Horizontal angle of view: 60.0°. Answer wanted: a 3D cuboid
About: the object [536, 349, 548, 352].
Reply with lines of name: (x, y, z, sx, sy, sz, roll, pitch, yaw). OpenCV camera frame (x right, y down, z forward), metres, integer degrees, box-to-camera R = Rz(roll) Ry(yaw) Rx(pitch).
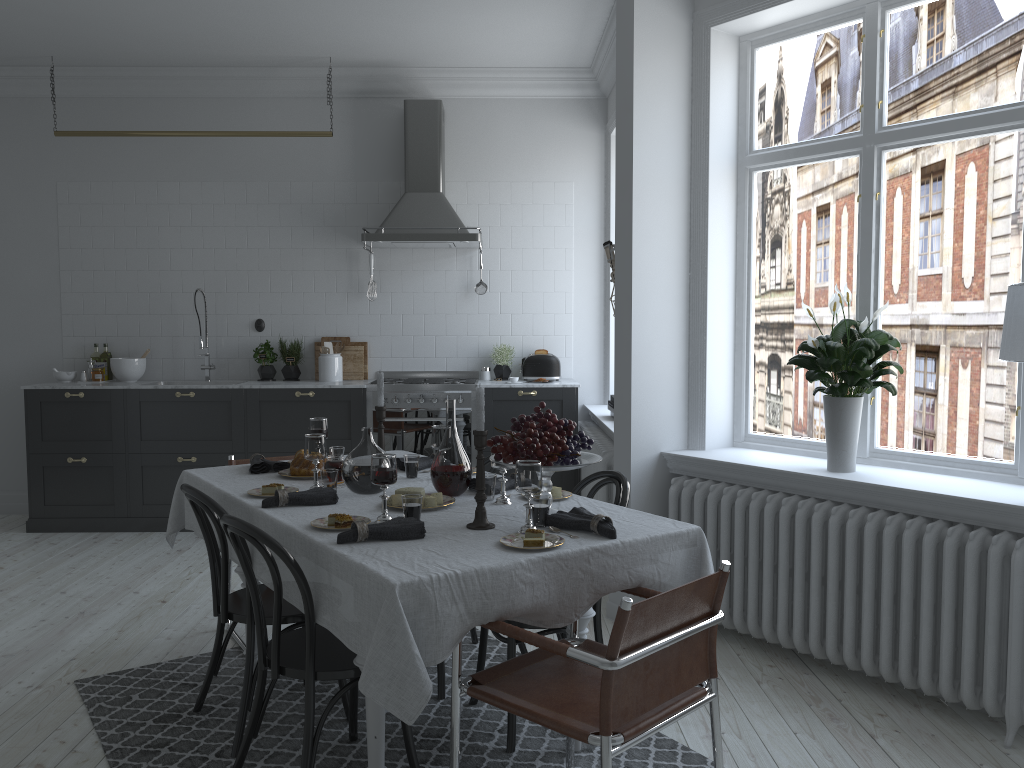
object: (0.225, -0.210, 6.743, 0.107, 0.110, 0.010, 0, 4, 4)

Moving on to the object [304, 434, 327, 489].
object: (-0.728, 0.296, 3.288, 0.083, 0.215, 0.083, 0, 4, 4)

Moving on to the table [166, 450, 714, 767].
table: (-0.418, 0.819, 3.278, 1.210, 0.842, 2.179, -3, 5, -34)

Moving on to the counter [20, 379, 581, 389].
counter: (-1.473, -0.002, 6.511, 3.902, 0.020, 0.624, 0, 4, -1)

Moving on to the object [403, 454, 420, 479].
object: (-0.405, 0.334, 3.581, 0.066, 0.094, 0.066, -1, 4, -12)

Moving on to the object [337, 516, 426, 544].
object: (-0.363, 0.423, 2.566, 0.165, 0.061, 0.247, 3, 5, 38)

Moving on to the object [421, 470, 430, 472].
object: (-0.333, 0.363, 3.753, 0.031, 0.012, 0.131, 3, 5, 41)

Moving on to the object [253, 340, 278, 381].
object: (-1.860, -0.179, 6.683, 0.172, 0.311, 0.179, 1, 4, 10)

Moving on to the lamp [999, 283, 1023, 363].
lamp: (1.856, 0.321, 3.061, 0.335, 1.331, 0.335, -1, 4, -13)

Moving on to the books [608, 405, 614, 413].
books: (0.786, 0.167, 5.854, 0.259, 0.031, 0.328, 0, 4, -3)

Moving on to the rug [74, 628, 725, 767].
rug: (-0.507, 1.237, 3.217, 1.701, 0.021, 2.166, -3, 5, -33)

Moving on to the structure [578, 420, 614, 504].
structure: (0.605, 0.704, 5.932, 0.245, 0.753, 1.673, 0, 4, -1)

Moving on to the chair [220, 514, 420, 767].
chair: (-0.611, 0.825, 2.784, 0.564, 0.909, 0.463, -4, 5, -42)

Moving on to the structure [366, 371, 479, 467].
structure: (-0.638, 0.469, 6.545, 0.779, 1.096, 0.651, 0, 4, -1)

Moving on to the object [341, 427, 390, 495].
object: (-0.530, 0.282, 3.260, 0.194, 0.245, 0.194, -1, 4, -18)

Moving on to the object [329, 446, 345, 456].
object: (-0.751, 0.319, 3.807, 0.066, 0.094, 0.066, -1, 4, -12)

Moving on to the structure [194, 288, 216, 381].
structure: (-2.286, -0.359, 6.549, 0.100, 0.692, 0.266, 0, 4, -1)

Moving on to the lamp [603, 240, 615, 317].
lamp: (0.571, -0.244, 4.516, 0.131, 0.977, 0.312, -2, 4, -26)

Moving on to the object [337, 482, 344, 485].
object: (-0.649, 0.374, 3.419, 0.031, 0.031, 0.167, 3, 5, 34)

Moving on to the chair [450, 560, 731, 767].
chair: (0.213, 0.885, 2.420, 0.593, 0.837, 0.546, 4, 5, 44)

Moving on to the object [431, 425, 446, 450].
object: (-0.281, 0.277, 3.553, 0.083, 0.215, 0.083, 0, 4, 4)

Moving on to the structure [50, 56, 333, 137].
structure: (-2.270, -2.038, 6.291, 1.988, 0.556, 0.053, 0, 4, -1)

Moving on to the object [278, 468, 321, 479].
object: (-0.834, 0.369, 3.657, 0.251, 0.018, 0.251, 0, 4, -1)

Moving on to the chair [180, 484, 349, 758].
chair: (-0.910, 0.792, 3.269, 0.564, 0.909, 0.463, -3, 5, -37)

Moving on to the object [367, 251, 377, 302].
object: (-1.055, -0.809, 6.658, 0.074, 0.381, 0.076, -2, 4, -20)

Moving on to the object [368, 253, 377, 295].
object: (-1.057, -0.835, 6.689, 0.066, 0.332, 0.024, 0, 4, 4)

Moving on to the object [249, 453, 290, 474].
object: (-1.090, 0.340, 3.783, 0.247, 0.061, 0.165, 3, 5, 38)

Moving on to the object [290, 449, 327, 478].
object: (-0.842, 0.328, 3.648, 0.191, 0.105, 0.164, 1, 4, 18)

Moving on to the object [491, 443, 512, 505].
object: (-0.031, 0.309, 3.075, 0.083, 0.215, 0.083, -1, 4, -6)

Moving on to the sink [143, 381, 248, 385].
sink: (-2.297, 0.094, 6.459, 0.669, 0.203, 0.384, 0, 4, -1)

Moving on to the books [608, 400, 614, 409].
books: (0.798, 0.137, 5.840, 0.287, 0.031, 0.351, 0, 4, -1)

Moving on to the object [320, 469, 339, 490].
object: (-0.662, 0.359, 3.220, 0.066, 0.094, 0.066, -1, 4, -12)

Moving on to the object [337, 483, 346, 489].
object: (-0.639, 0.387, 3.437, 0.075, 0.009, 0.150, 3, 5, 34)

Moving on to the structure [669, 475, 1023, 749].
structure: (1.317, 0.857, 3.707, 0.245, 0.753, 1.710, -3, 5, -38)

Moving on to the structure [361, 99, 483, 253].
structure: (-0.642, -1.510, 6.447, 0.843, 1.079, 0.567, 0, 4, -1)

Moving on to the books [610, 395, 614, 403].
books: (0.793, 0.102, 5.850, 0.259, 0.038, 0.325, 0, 4, 1)

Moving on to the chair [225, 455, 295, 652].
chair: (-1.019, 0.768, 4.146, 0.546, 0.837, 0.593, -2, 5, -29)

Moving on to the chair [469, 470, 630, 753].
chair: (0.149, 0.790, 3.273, 0.564, 0.909, 0.463, -2, 4, -23)

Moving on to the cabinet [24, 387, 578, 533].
cabinet: (-1.471, 0.514, 6.535, 3.897, 1.012, 0.646, 0, 4, -1)

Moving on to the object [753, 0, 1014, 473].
object: (-10.504, -0.887, 1.866, 72.085, 19.432, 33.873, -3, 5, -36)

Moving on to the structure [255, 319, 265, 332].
structure: (-1.928, -0.447, 6.769, 0.079, 0.103, 0.032, 0, 4, -1)

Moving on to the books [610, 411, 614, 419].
books: (0.795, 0.206, 5.845, 0.259, 0.044, 0.351, 0, 4, 1)

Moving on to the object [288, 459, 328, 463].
object: (-0.908, 0.349, 3.965, 0.182, 0.013, 0.182, 0, 4, -1)

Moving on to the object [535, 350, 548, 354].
object: (0.219, -0.200, 6.666, 0.107, 0.110, 0.010, 0, 4, 4)

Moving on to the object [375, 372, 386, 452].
object: (-0.517, 0.170, 3.500, 0.089, 0.432, 0.089, 1, 4, 21)

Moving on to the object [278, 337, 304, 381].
object: (-1.665, -0.207, 6.670, 0.186, 0.367, 0.196, 4, 5, 44)

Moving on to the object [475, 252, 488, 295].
object: (-0.233, -0.838, 6.694, 0.101, 0.331, 0.030, 1, 4, 9)

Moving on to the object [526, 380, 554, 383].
object: (0.204, -0.016, 6.451, 0.209, 0.011, 0.209, 3, 5, 37)

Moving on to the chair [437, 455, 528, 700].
chair: (-0.198, 0.758, 3.735, 0.564, 0.909, 0.463, -3, 5, -37)

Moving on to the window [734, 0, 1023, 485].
window: (1.793, -0.642, 3.645, 0.061, 2.080, 2.079, -3, 5, -38)

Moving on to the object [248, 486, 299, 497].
object: (-0.876, 0.398, 3.255, 0.182, 0.013, 0.182, 1, 4, 14)

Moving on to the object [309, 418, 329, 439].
object: (-0.838, 0.257, 3.848, 0.083, 0.215, 0.083, 0, 4, 4)

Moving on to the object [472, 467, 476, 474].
object: (-0.220, 0.366, 3.700, 0.182, 0.013, 0.182, 0, 4, -1)

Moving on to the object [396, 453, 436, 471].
object: (-0.405, 0.333, 3.854, 0.165, 0.061, 0.247, 3, 5, 38)

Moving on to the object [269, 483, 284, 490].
object: (-0.869, 0.384, 3.273, 0.057, 0.037, 0.021, 1, 4, 17)

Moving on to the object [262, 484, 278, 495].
object: (-0.886, 0.386, 3.245, 0.057, 0.037, 0.021, -1, 4, -11)

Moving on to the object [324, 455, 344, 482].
object: (-0.700, 0.335, 3.523, 0.091, 0.101, 0.091, 4, 6, 44)
